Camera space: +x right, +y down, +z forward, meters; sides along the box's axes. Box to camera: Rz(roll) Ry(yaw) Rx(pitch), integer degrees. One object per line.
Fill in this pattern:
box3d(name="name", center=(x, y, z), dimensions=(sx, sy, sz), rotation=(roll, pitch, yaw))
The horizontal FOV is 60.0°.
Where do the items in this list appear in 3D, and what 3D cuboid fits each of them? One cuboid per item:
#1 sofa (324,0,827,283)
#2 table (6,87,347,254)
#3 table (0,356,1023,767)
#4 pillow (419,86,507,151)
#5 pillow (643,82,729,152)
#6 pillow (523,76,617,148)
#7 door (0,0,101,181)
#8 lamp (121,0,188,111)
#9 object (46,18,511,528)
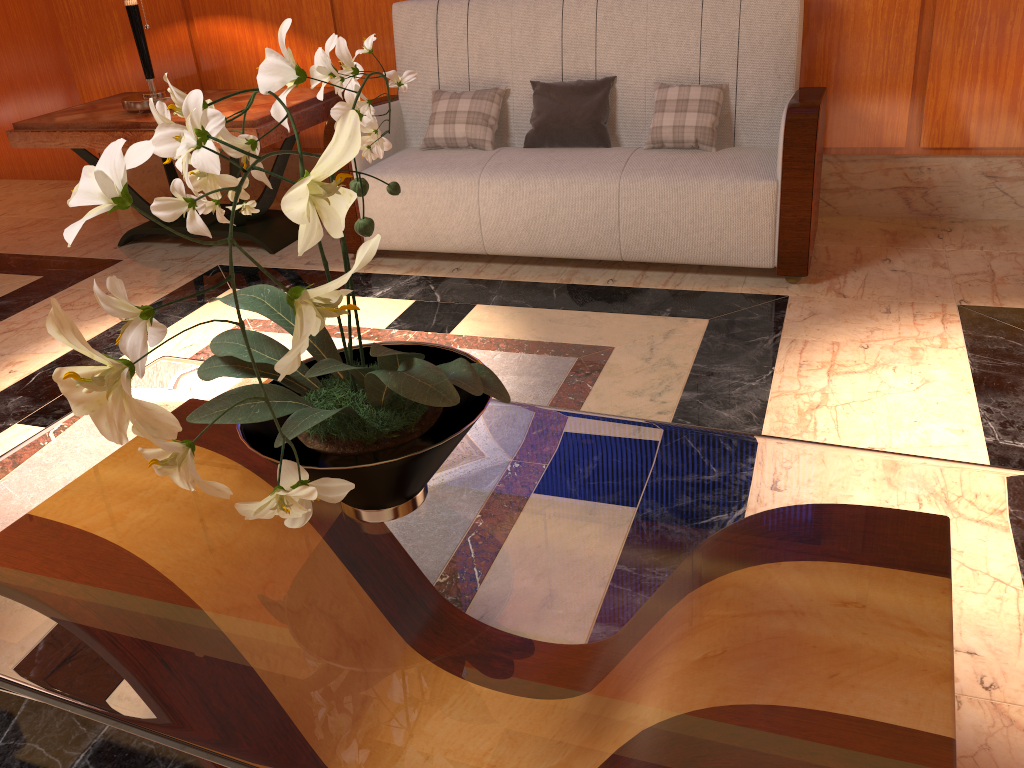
box3d(name="sofa", center=(0.217, -0.961, 3.330), dimensions=(1.801, 0.918, 0.621), rotation=(6, 29, 20))
box3d(name="table", center=(-1.394, -0.932, 3.930), dimensions=(1.271, 0.597, 0.736), rotation=(5, 29, 20))
box3d(name="table", center=(-0.085, 0.417, 1.248), dimensions=(1.562, 0.488, 0.733), rotation=(7, 30, 22))
box3d(name="pillow", center=(-0.198, -1.047, 3.505), dimensions=(0.345, 0.223, 0.198), rotation=(8, 30, 24))
box3d(name="pillow", center=(0.627, -0.960, 3.203), dimensions=(0.274, 0.226, 0.205), rotation=(6, 29, 22))
box3d(name="pillow", center=(0.218, -1.029, 3.377), dimensions=(0.358, 0.249, 0.162), rotation=(4, 28, 17))
box3d(name="door", center=(-2.995, -2.345, 4.736), dimensions=(1.539, 2.610, 0.345), rotation=(5, 28, 20))
box3d(name="lamp", center=(-1.540, -1.535, 3.585), dimensions=(0.459, 0.781, 0.465), rotation=(-13, 27, -14))
box3d(name="object", center=(-0.224, -0.110, 1.093), dimensions=(0.417, 0.607, 0.801), rotation=(-6, 27, 0))
